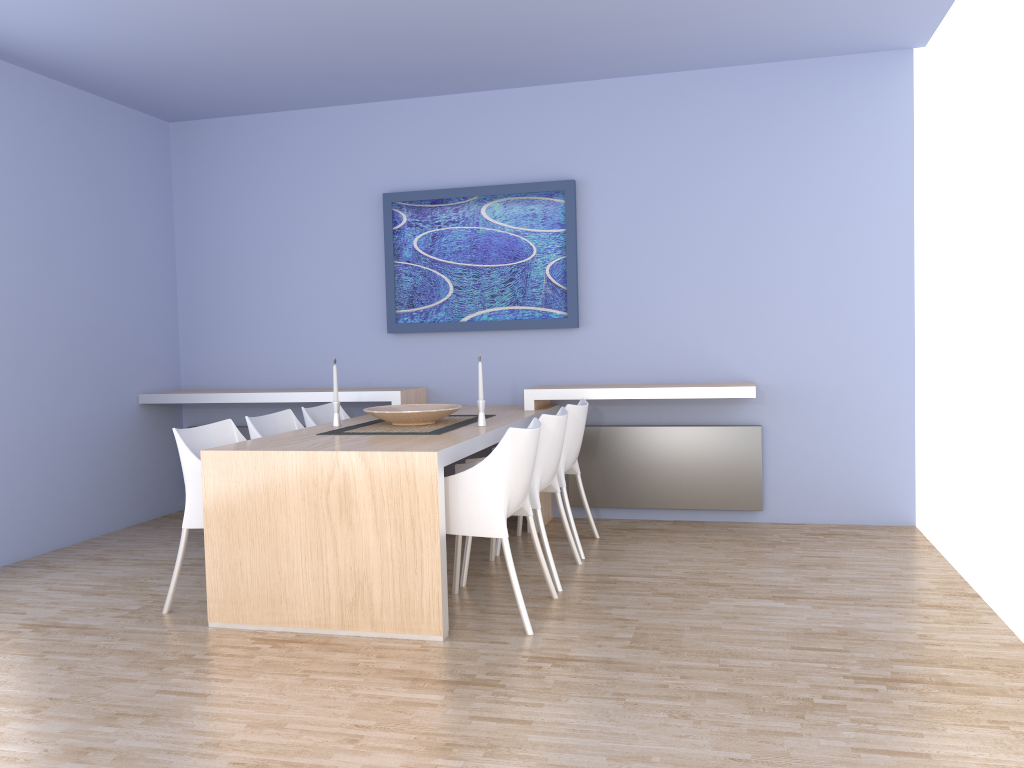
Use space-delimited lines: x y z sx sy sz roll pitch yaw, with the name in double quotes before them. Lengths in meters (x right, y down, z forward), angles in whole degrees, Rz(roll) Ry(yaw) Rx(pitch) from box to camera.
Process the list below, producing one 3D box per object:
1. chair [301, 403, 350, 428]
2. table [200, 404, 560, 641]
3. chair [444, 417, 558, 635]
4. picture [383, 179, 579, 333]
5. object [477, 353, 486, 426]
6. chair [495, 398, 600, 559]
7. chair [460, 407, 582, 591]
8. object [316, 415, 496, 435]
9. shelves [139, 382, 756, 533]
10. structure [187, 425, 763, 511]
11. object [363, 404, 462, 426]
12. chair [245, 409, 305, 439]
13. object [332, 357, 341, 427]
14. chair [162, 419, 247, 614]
"chair" -0.929 0.507 5.069 0.486 0.793 0.510 -1 3 14
"table" -0.464 0.555 4.578 1.002 0.718 2.340 -1 3 14
"chair" -0.103 0.553 3.672 0.486 0.793 0.510 -1 3 14
"picture" -0.210 -0.788 5.599 1.252 0.901 0.049 -1 3 14
"object" -0.150 0.027 4.267 0.045 0.349 0.045 -1 3 14
"chair" 0.190 0.489 4.816 0.486 0.793 0.510 -1 3 14
"chair" 0.044 0.521 4.248 0.486 0.793 0.510 -1 3 15
"object" -0.491 0.201 4.456 0.594 0.005 0.986 -1 3 14
"shelves" -0.495 0.448 5.553 3.901 0.840 0.463 -1 3 14
"structure" -0.384 0.522 5.715 3.843 0.503 0.064 -1 3 14
"object" -0.495 0.158 4.457 0.493 0.081 0.493 0 3 33
"chair" -1.072 0.538 4.513 0.486 0.793 0.510 -1 3 14
"object" -0.886 0.038 4.456 0.045 0.349 0.045 -3 3 -34
"chair" -1.214 0.568 3.958 0.486 0.793 0.510 -1 3 14
